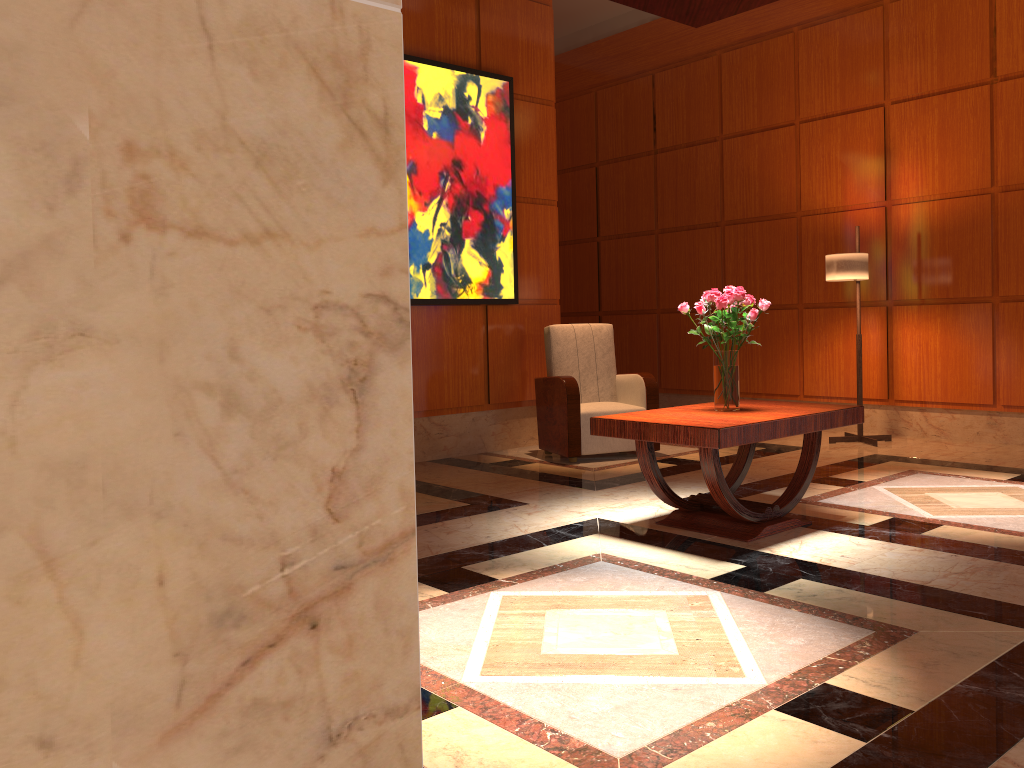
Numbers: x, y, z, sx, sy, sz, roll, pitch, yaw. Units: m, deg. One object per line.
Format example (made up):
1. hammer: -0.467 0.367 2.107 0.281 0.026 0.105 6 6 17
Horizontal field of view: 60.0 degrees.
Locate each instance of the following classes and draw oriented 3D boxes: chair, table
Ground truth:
1. chair: 0.606 0.034 6.513 0.738 0.960 0.629 -2 2 -22
2. table: 1.043 0.396 4.211 1.169 0.533 0.725 -4 4 -41

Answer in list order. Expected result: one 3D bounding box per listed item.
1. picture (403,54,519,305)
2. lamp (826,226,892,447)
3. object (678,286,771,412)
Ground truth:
1. picture: -0.745 -1.423 6.188 1.999 1.734 0.056 -4 3 -40
2. lamp: 2.606 -0.372 6.727 0.360 1.659 0.527 0 2 39
3. object: 1.020 -0.171 4.229 0.350 0.595 0.327 -2 2 -20
